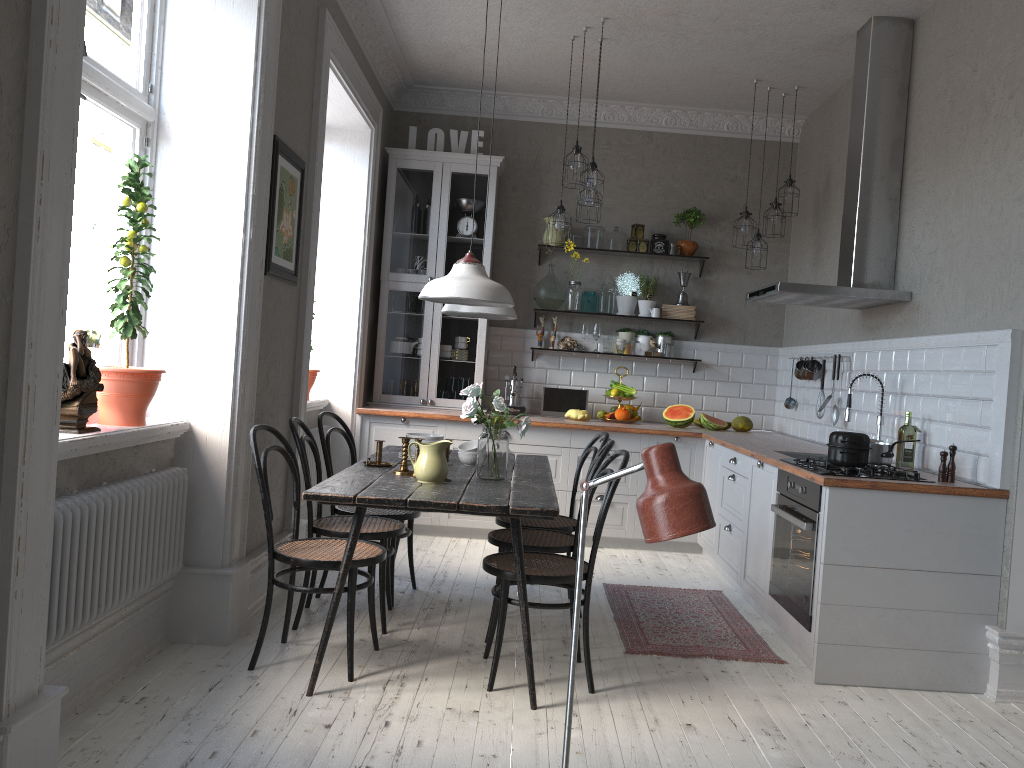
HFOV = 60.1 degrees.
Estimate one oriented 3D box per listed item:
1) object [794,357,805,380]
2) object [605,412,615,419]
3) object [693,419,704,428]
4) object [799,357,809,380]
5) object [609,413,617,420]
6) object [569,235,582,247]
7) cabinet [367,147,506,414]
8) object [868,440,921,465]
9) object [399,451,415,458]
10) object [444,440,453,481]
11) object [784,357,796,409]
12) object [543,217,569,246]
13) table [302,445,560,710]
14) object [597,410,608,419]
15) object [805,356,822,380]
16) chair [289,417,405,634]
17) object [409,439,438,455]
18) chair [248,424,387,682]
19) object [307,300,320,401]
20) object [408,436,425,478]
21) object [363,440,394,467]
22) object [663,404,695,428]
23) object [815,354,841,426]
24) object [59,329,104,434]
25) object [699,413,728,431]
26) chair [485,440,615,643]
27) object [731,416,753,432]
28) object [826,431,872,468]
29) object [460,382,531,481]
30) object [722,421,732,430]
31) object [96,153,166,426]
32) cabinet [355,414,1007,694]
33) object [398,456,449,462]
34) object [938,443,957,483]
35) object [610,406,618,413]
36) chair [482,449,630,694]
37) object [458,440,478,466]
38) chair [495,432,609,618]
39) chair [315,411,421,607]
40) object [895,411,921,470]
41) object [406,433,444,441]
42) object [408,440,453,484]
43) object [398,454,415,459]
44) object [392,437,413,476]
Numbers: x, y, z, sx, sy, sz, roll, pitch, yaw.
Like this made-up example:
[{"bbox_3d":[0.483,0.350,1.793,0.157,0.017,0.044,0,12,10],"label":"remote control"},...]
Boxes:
[{"bbox_3d":[2.025,-0.108,6.162,0.107,0.161,0.138,4,1,12],"label":"object"},{"bbox_3d":[0.735,0.240,6.679,0.084,0.057,0.090,5,1,32],"label":"object"},{"bbox_3d":[1.468,0.305,6.765,0.198,0.067,0.103,4,1,5],"label":"object"},{"bbox_3d":[2.024,-0.106,6.033,0.108,0.161,0.137,4,1,2],"label":"object"},{"bbox_3d":[0.750,0.249,6.695,0.070,0.076,0.226,4,1,-17],"label":"object"},{"bbox_3d":[0.492,-1.094,6.864,0.103,0.111,0.103,4,1,-1],"label":"object"},{"bbox_3d":[-0.558,-0.747,6.702,0.880,1.921,0.387,4,1,-1],"label":"cabinet"},{"bbox_3d":[1.745,0.308,4.111,0.298,0.134,0.178,5,1,34],"label":"object"},{"bbox_3d":[-0.420,0.345,4.216,0.234,0.027,0.241,5,1,23],"label":"object"},{"bbox_3d":[-0.271,0.314,3.645,0.059,0.167,0.060,4,1,13],"label":"object"},{"bbox_3d":[2.028,-0.005,6.424,0.077,0.379,0.082,4,1,0],"label":"object"},{"bbox_3d":[0.335,-1.158,6.801,0.189,0.216,0.175,4,1,13],"label":"object"},{"bbox_3d":[-0.289,0.755,4.051,0.905,0.735,1.918,4,1,0],"label":"table"},{"bbox_3d":[0.696,0.233,6.714,0.075,0.072,0.154,5,1,29],"label":"object"},{"bbox_3d":[2.012,-0.104,5.906,0.107,0.161,0.138,4,1,17],"label":"object"},{"bbox_3d":[-0.765,0.627,4.058,0.551,0.920,0.437,4,1,-3],"label":"chair"},{"bbox_3d":[-0.418,0.309,4.215,0.181,0.094,0.178,4,1,-9],"label":"object"},{"bbox_3d":[-0.771,0.637,3.503,0.546,0.920,0.440,4,1,7],"label":"chair"},{"bbox_3d":[-1.349,-0.305,5.681,0.255,0.813,0.264,5,1,27],"label":"object"},{"bbox_3d":[-0.394,0.302,3.677,0.061,0.172,0.063,4,1,21],"label":"object"},{"bbox_3d":[-0.598,0.311,3.984,0.141,0.112,0.138,4,1,-18],"label":"object"},{"bbox_3d":[1.231,0.238,6.537,0.232,0.174,0.220,5,1,21],"label":"object"},{"bbox_3d":[1.973,0.034,5.539,0.081,0.443,0.329,4,1,1],"label":"object"},{"bbox_3d":[-1.404,-0.011,2.811,0.120,0.329,0.237,4,1,2],"label":"object"},{"bbox_3d":[1.486,0.281,6.494,0.227,0.127,0.146,4,1,-18],"label":"object"},{"bbox_3d":[0.164,0.694,4.046,0.546,0.920,0.440,4,1,7],"label":"chair"},{"bbox_3d":[1.723,0.299,6.625,0.208,0.119,0.129,3,1,-38],"label":"object"},{"bbox_3d":[1.473,0.285,3.876,0.193,0.147,0.190,4,1,-21],"label":"object"},{"bbox_3d":[-0.076,0.201,3.769,0.312,0.414,0.251,4,1,-2],"label":"object"},{"bbox_3d":[1.585,0.312,6.672,0.204,0.073,0.117,3,1,-37],"label":"object"},{"bbox_3d":[-1.376,-0.347,3.197,0.264,0.991,0.276,5,1,39],"label":"object"},{"bbox_3d":[0.924,0.750,5.456,2.030,0.854,4.106,3,2,-44],"label":"cabinet"},{"bbox_3d":[-0.421,0.362,4.216,0.234,0.027,0.240,4,1,18],"label":"object"},{"bbox_3d":[1.871,0.337,3.804,0.073,0.167,0.036,4,1,-1],"label":"object"},{"bbox_3d":[0.799,0.205,6.768,0.077,0.076,0.156,5,1,26],"label":"object"},{"bbox_3d":[0.159,0.704,3.512,0.551,0.920,0.437,4,1,-3],"label":"chair"},{"bbox_3d":[-0.201,0.331,4.264,0.123,0.119,0.129,4,1,15],"label":"object"},{"bbox_3d":[0.191,0.687,4.530,0.551,0.920,0.437,4,1,-3],"label":"chair"},{"bbox_3d":[-0.739,0.620,4.545,0.544,0.920,0.441,4,1,12],"label":"chair"},{"bbox_3d":[1.947,0.277,4.335,0.089,0.282,0.082,4,1,0],"label":"object"},{"bbox_3d":[-0.416,0.289,4.215,0.181,0.094,0.178,4,1,-9],"label":"object"},{"bbox_3d":[-0.327,0.310,3.561,0.153,0.170,0.133,3,1,-39],"label":"object"},{"bbox_3d":[-0.420,0.353,4.216,0.242,0.027,0.233,3,1,-32],"label":"object"},{"bbox_3d":[-0.453,0.296,3.748,0.097,0.172,0.094,4,1,-19],"label":"object"}]
